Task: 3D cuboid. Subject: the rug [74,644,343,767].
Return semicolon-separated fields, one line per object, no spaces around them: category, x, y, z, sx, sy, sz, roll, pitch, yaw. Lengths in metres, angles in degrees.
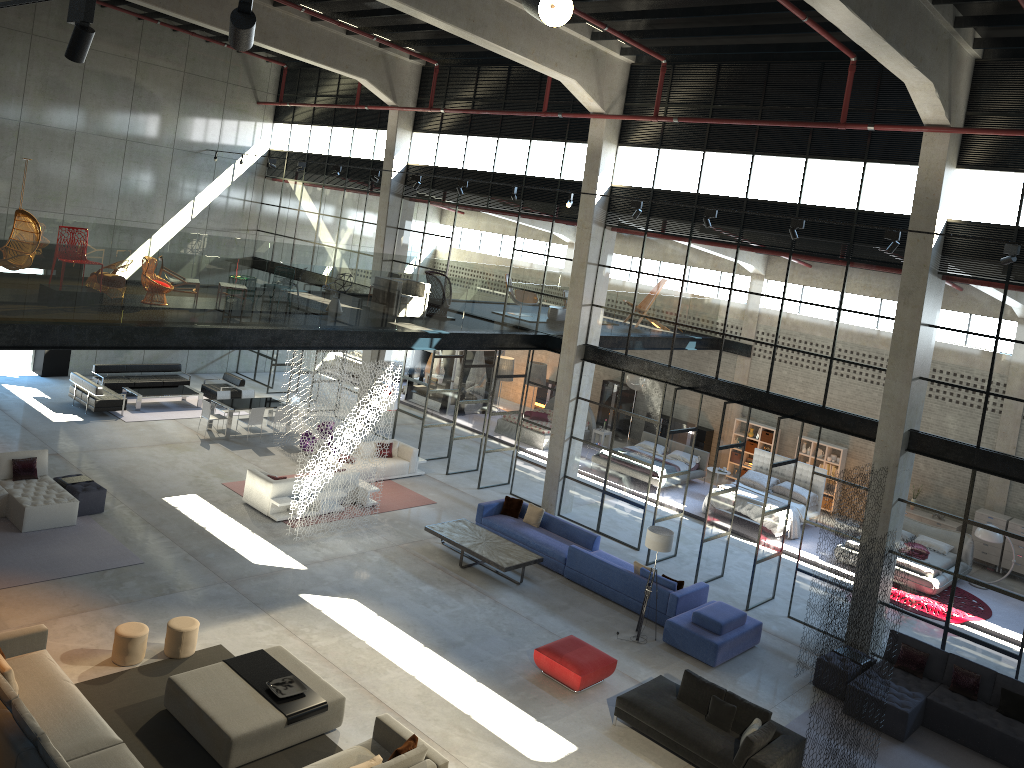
rug;-3.473;3.965;9.572;3.691;0.020;2.637;18;14;41

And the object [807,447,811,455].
object;7.945;1.779;23.468;0.099;0.202;0.101;8;4;-20

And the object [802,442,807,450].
object;7.865;1.707;23.614;0.095;0.261;0.095;9;3;2

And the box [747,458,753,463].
box;6.726;2.147;24.589;0.217;0.108;0.131;17;10;41

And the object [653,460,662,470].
object;3.313;2.064;22.962;2.147;0.245;0.715;18;13;41

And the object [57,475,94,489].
object;-7.803;1.755;15.710;0.305;0.099;0.517;16;12;36

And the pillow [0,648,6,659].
pillow;-5.783;3.009;9.778;0.257;0.368;0.406;7;7;-27

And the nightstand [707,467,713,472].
nightstand;5.236;2.557;22.452;0.605;0.695;0.605;10;6;13

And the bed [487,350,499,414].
bed;-1.869;-0.311;28.247;2.285;2.065;2.302;15;9;41

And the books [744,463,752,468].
books;6.692;2.284;24.578;0.314;0.054;0.229;18;13;41

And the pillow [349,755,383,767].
pillow;-1.500;3.883;8.648;0.210;0.379;0.399;13;7;42

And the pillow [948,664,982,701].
pillow;6.601;4.354;12.784;0.413;0.374;0.191;15;7;42

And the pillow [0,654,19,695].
pillow;-5.413;3.135;9.379;0.408;0.379;0.206;14;7;41

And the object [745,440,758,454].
object;6.761;1.763;24.530;0.329;0.295;0.322;15;9;41

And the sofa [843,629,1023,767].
sofa;6.821;4.749;11.750;4.222;0.863;1.818;18;12;41

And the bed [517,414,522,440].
bed;1.038;0.969;25.935;2.065;1.270;2.331;16;11;41

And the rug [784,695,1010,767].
rug;5.445;5.077;11.182;3.691;0.020;2.637;18;14;41

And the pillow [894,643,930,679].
pillow;6.050;4.189;13.281;0.420;0.342;0.234;15;8;42

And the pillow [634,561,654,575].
pillow;2.278;3.297;15.163;0.408;0.379;0.206;15;7;43

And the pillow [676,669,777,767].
pillow;2.744;4.129;10.894;0.738;0.415;1.613;6;10;-19

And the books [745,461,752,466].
books;6.700;2.228;24.576;0.287;0.054;0.229;18;13;41

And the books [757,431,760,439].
books;6.942;1.386;24.452;0.088;0.318;0.251;11;5;41

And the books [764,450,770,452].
books;7.062;1.892;24.275;0.260;0.046;0.212;18;13;41

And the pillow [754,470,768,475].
pillow;6.368;2.433;21.902;1.071;0.320;0.487;17;11;41

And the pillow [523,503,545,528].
pillow;0.430;2.607;17.367;0.408;0.379;0.206;15;7;43

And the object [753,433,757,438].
object;6.823;1.434;24.598;0.185;0.131;0.187;10;7;5

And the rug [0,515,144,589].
rug;-7.973;2.565;13.391;2.693;0.020;3.615;18;13;41

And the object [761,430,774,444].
object;7.114;1.462;24.248;0.329;0.295;0.322;15;9;41

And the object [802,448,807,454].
object;7.828;1.780;23.485;0.109;0.155;0.112;5;6;-37

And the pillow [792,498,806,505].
pillow;6.882;2.701;21.243;0.976;0.328;0.712;17;12;42

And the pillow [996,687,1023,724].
pillow;7.058;4.537;12.352;0.390;0.332;0.217;14;7;39

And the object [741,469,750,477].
object;6.628;2.572;24.563;0.329;0.295;0.322;15;9;41

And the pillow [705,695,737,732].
pillow;2.615;4.114;10.962;0.348;0.305;0.186;14;7;39

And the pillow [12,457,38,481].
pillow;-8.563;1.499;15.434;0.239;0.342;0.411;13;8;40

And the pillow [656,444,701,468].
pillow;4.190;1.877;23.997;1.961;0.310;0.546;18;12;41

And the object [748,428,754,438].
object;6.689;1.368;24.522;0.156;0.246;0.153;12;5;33

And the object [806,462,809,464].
object;7.891;2.187;23.438;0.098;0.202;0.100;7;4;-31

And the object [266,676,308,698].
object;-2.627;3.538;10.222;0.384;0.035;0.393;-1;14;-44

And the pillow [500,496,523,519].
pillow;0.004;2.483;17.704;0.402;0.369;0.260;11;5;20

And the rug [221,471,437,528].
rug;-3.787;2.307;18.451;2.693;0.020;3.615;18;13;41

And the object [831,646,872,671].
object;5.214;4.208;13.481;0.299;0.099;0.527;0;13;-42

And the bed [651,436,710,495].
bed;3.709;2.053;23.418;2.295;0.862;2.386;17;12;41

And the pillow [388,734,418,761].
pillow;-1.165;3.862;9.081;0.261;0.368;0.400;11;7;20

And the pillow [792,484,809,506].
pillow;6.843;2.608;21.187;0.689;0.289;0.996;0;13;-45

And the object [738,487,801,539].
object;5.699;2.935;20.701;0.648;0.653;2.321;3;11;-45

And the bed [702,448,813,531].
bed;6.066;2.587;21.050;2.256;1.407;2.307;16;10;40

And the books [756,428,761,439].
books;6.918;1.378;24.475;0.088;0.318;0.251;11;5;41

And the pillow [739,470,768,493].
pillow;6.095;2.421;21.741;0.662;0.371;1.044;1;12;-44

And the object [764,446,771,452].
object;7.087;1.808;24.267;0.264;0.132;0.058;17;8;41

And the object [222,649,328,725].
object;-2.825;3.548;10.389;1.498;0.086;0.533;18;13;41

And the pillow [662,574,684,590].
pillow;2.702;3.430;14.826;0.402;0.369;0.260;11;5;20

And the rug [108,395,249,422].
rug;-9.084;0.596;23.292;2.452;0.025;3.378;18;13;41

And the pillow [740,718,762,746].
pillow;2.877;4.222;10.567;0.210;0.313;0.342;11;7;20
